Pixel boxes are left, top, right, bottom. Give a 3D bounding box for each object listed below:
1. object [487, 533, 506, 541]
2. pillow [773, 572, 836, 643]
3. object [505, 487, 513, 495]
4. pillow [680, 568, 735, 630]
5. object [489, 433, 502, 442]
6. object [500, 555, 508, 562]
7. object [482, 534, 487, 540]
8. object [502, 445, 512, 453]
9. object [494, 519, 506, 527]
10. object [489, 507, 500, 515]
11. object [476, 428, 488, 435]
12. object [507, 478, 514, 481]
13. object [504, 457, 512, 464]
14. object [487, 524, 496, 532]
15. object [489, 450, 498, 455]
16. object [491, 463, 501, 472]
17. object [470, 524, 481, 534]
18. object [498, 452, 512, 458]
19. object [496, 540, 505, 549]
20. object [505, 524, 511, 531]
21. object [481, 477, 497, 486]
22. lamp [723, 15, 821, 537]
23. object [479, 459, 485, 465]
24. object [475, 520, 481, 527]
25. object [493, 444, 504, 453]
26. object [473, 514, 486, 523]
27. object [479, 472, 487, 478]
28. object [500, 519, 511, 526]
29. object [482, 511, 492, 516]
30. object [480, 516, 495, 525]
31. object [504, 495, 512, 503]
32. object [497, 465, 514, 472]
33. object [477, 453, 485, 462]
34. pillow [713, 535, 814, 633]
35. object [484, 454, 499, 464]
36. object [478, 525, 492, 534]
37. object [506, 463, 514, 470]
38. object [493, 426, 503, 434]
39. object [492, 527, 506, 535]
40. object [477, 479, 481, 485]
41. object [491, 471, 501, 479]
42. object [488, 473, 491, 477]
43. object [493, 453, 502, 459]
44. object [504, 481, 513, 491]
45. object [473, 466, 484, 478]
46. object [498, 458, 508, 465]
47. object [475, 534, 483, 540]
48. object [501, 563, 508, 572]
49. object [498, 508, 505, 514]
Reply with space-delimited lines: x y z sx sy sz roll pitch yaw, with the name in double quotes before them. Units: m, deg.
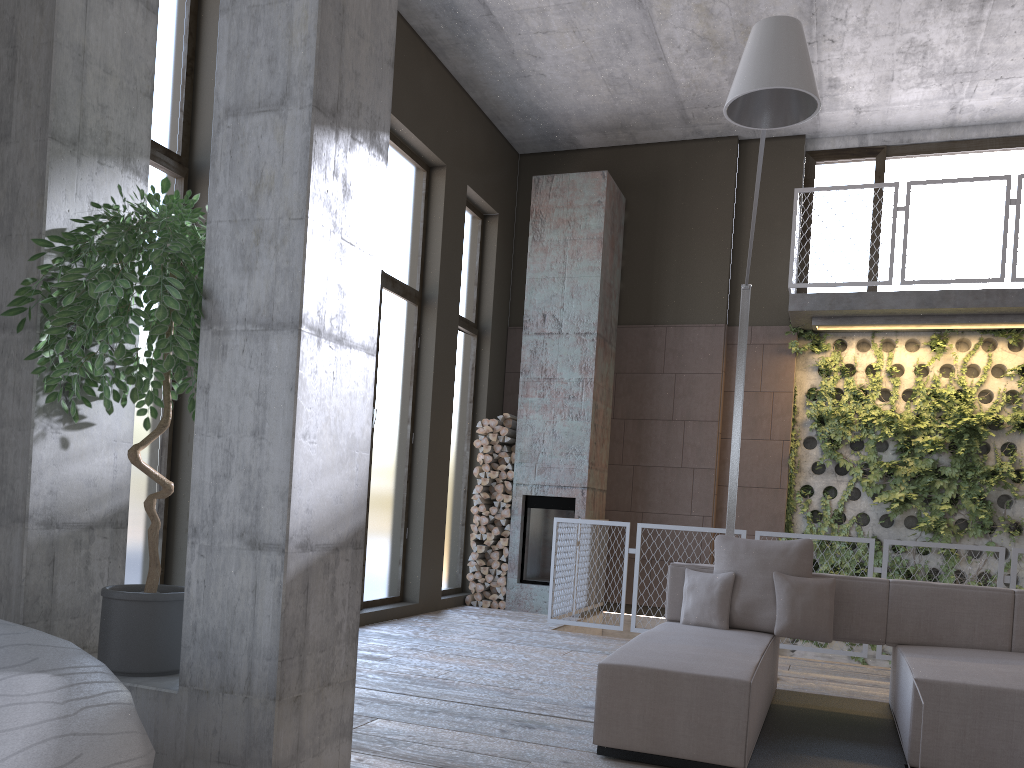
"object" -0.147 1.646 9.455 0.093 0.083 0.485 2 -8 20
"pillow" 1.629 1.241 4.875 0.377 0.371 0.169 4 -1 -6
"object" 0.017 1.156 9.438 0.101 0.086 0.367 2 -8 20
"pillow" 1.135 1.271 5.135 0.152 0.375 0.369 4 -3 -36
"object" -0.118 0.596 9.428 0.093 0.082 0.485 2 -8 20
"object" -0.025 1.862 9.412 0.071 0.072 0.427 2 -8 20
"object" -0.218 1.655 9.483 0.067 0.067 0.427 2 -8 20
"object" -0.006 0.710 9.431 0.067 0.070 0.428 2 -8 20
"object" -0.093 1.514 9.510 0.103 0.101 0.295 2 -7 20
"object" -0.124 1.369 9.433 0.090 0.089 0.460 2 -8 19
"object" -0.262 0.529 9.497 0.122 0.068 0.367 1 -8 21
"object" 0.046 0.987 9.370 0.100 0.102 0.296 2 -7 22
"object" 0.010 0.839 9.407 0.066 0.084 0.430 3 -8 18
"object" -0.163 1.566 9.499 0.101 0.086 0.367 2 -8 20
"object" -0.182 0.740 9.443 0.088 0.056 0.336 2 -8 20
"object" -0.121 0.910 9.493 0.101 0.086 0.367 2 -8 20
"object" -0.345 1.574 9.493 0.088 0.107 0.369 3 -7 20
"object" -0.024 0.771 9.407 0.121 0.067 0.367 1 -8 22
"object" -0.047 1.724 9.437 0.090 0.089 0.460 2 -8 20
"object" 0.018 1.527 9.394 0.066 0.084 0.430 3 -8 18
"object" -0.202 1.062 9.439 0.093 0.083 0.485 2 -8 20
"lamp" 1.454 0.186 5.246 0.755 3.410 2.646 4 -3 8
"object" -0.290 0.843 9.406 0.045 0.072 0.254 3 -7 20
"object" -0.331 1.498 9.412 0.045 0.072 0.254 3 -7 20
"object" -0.082 0.714 9.428 0.090 0.089 0.460 2 -8 19
"object" -0.316 1.462 9.497 0.100 0.102 0.296 2 -7 22
"object" -0.252 0.997 9.505 0.067 0.066 0.427 2 -8 20
"object" -0.032 1.495 9.412 0.066 0.084 0.430 3 -8 18
"object" -0.223 1.396 9.449 0.088 0.056 0.336 2 -8 20
"object" -0.244 1.466 9.423 0.098 0.106 0.297 2 -7 21
"object" 0.033 1.236 9.394 0.093 0.083 0.485 2 -8 20
"object" -0.030 0.922 9.448 0.114 0.079 0.440 2 -8 20
"object" -0.275 0.807 9.491 0.100 0.102 0.296 2 -7 22
"pillow" 1.430 1.152 5.061 0.562 0.555 0.222 2 -1 22
"object" -0.202 0.811 9.417 0.098 0.106 0.297 2 -7 21
"object" -0.246 1.576 9.501 0.092 0.093 0.442 2 -8 20
"object" 0.037 0.896 9.403 0.071 0.072 0.427 2 -8 20
"object" -0.089 0.505 9.382 0.103 0.083 0.367 2 -8 20
"object" -0.088 1.579 9.414 0.090 0.089 0.460 2 -8 21
"object" -0.273 1.071 9.467 0.067 0.067 0.427 2 -8 20
"object" -0.106 0.991 9.449 0.093 0.083 0.485 2 -8 20
"object" -0.127 0.993 9.437 0.114 0.079 0.440 2 -8 20
"object" -0.118 0.784 9.447 0.064 0.074 0.363 3 -8 19
"object" 0.017 1.099 9.365 0.088 0.107 0.369 3 -7 20
"object" -0.323 0.963 9.493 0.064 0.124 0.368 3 -7 19
"object" -0.051 0.859 9.504 0.103 0.101 0.295 2 -7 20
"object" -0.294 1.652 9.511 0.067 0.066 0.427 2 -8 20
"object" -0.002 1.959 9.412 0.091 0.091 0.442 2 -8 20
"object" -0.048 1.365 9.437 0.067 0.070 0.428 2 -8 20
